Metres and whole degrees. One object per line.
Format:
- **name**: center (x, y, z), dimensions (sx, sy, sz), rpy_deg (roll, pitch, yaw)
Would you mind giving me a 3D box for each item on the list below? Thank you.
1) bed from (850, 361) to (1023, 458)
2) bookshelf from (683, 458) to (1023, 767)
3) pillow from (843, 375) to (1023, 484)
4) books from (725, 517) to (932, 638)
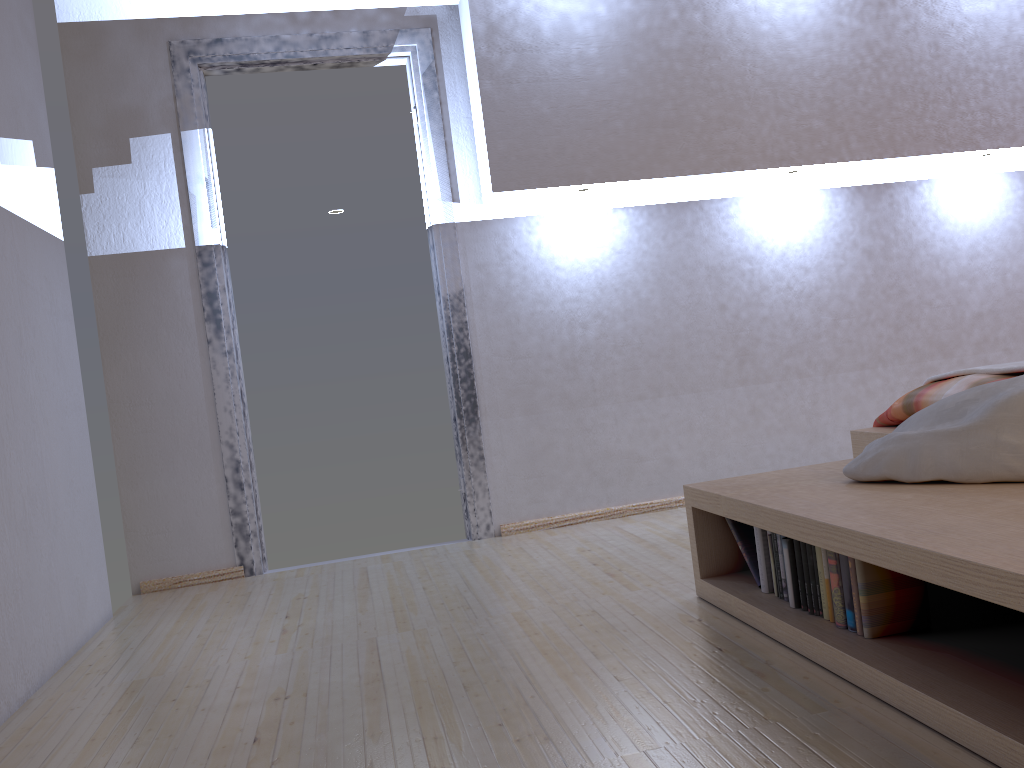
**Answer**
- **bed**: center (2.672, -0.193, 2.070), dimensions (3.009, 0.994, 2.087), rpy_deg (-7, 1, -11)
- **bookshelf**: center (0.935, 0.375, 1.734), dimensions (0.643, 0.303, 1.495), rpy_deg (-7, 1, -11)
- **pillow**: center (1.086, 0.086, 2.091), dimensions (0.498, 0.241, 0.470), rpy_deg (-7, 1, 44)
- **books**: center (0.689, 0.404, 2.075), dimensions (0.157, 0.193, 0.652), rpy_deg (-7, 1, -11)
